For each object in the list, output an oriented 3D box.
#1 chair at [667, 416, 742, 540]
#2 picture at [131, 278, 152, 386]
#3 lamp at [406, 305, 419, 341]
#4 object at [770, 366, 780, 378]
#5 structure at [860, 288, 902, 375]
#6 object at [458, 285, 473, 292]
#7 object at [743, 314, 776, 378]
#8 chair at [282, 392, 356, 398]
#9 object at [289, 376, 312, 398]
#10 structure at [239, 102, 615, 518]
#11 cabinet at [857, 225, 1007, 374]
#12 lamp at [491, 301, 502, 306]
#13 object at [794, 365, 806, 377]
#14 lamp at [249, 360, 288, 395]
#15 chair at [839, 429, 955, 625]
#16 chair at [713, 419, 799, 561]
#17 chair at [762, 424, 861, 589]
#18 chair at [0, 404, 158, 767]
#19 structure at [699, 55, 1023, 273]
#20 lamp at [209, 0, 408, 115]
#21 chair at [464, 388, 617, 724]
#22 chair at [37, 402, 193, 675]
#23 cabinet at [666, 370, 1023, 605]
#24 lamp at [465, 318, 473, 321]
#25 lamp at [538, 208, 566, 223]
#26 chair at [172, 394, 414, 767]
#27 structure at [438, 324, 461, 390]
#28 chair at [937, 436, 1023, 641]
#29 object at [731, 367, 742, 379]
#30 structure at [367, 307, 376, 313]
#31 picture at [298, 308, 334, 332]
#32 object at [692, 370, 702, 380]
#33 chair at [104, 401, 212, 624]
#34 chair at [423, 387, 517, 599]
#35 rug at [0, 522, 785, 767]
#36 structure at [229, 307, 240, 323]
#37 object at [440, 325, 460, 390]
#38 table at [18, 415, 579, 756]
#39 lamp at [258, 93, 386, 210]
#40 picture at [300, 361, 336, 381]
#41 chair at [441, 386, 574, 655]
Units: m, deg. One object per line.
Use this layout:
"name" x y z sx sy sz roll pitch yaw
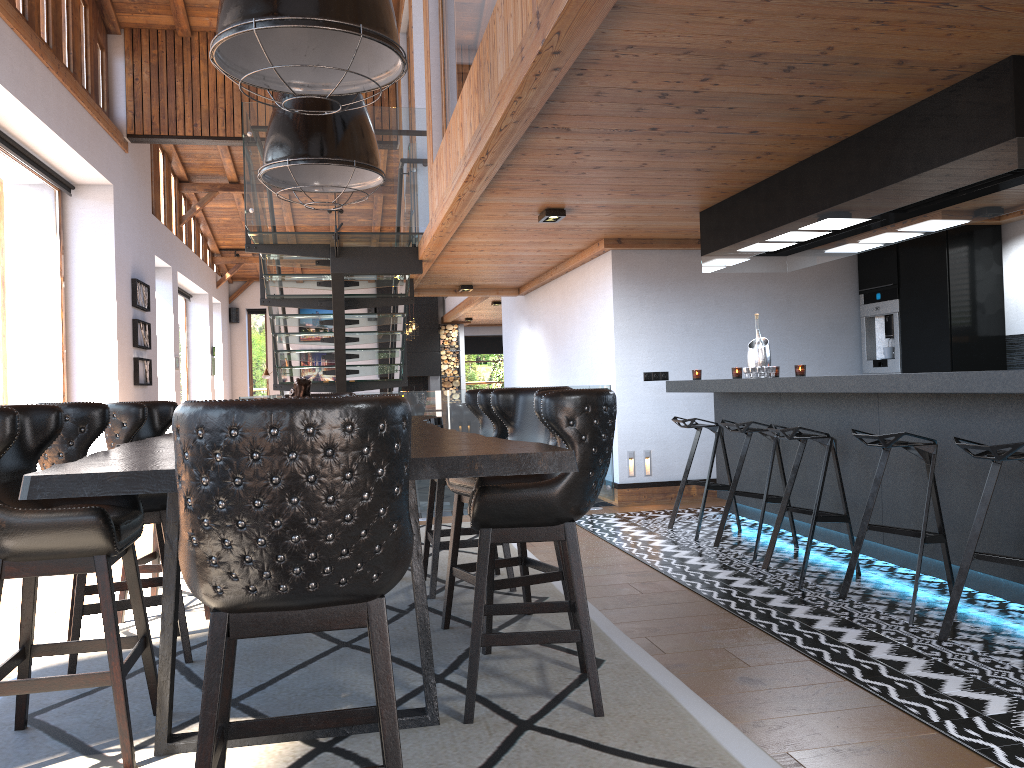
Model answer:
"chair" 1.418 0.651 6.389 0.471 0.839 0.536 -2 -1 -11
"picture" -4.685 -0.636 11.228 0.059 1.312 0.770 -2 -1 -11
"lamp" -2.161 -2.010 18.312 0.263 2.202 0.796 -1 -1 -20
"object" 1.944 -0.089 6.568 0.078 0.081 0.080 -2 -1 44
"structure" 3.436 -0.381 8.156 0.256 0.945 0.594 -2 -1 -11
"object" -0.585 -1.214 11.198 0.156 0.068 0.260 -2 0 -11
"object" 1.743 -0.268 6.264 0.227 0.452 0.224 -2 -1 -11
"chair" -1.268 0.608 5.907 0.507 1.092 0.565 -2 -1 -12
"object" -0.985 0.092 3.900 0.114 0.253 0.223 -2 -1 41
"structure" -3.684 0.854 8.786 9.256 6.399 10.971 -2 0 -11
"cabinet" 4.164 -0.207 5.355 0.546 2.381 6.398 -2 0 -11
"lamp" -0.294 -1.515 16.631 0.156 0.068 0.260 -2 0 -11
"object" 2.015 -0.092 6.194 0.078 0.081 0.080 -2 -1 44
"lamp" -5.258 0.368 19.358 0.525 1.899 1.327 -2 -1 10
"chair" 1.888 0.631 4.197 0.472 0.839 0.535 -2 -1 -14
"chair" 1.601 0.643 5.659 0.472 0.839 0.535 -2 -1 -14
"chair" 1.675 0.639 4.877 0.470 0.839 0.537 -2 -1 -5
"chair" -1.432 0.606 2.738 0.571 1.092 0.501 -2 -1 -12
"structure" 2.088 -1.109 5.254 0.714 0.476 3.234 -2 0 -11
"lamp" -0.721 -3.241 2.911 0.614 4.686 0.628 -2 -1 34
"chair" 0.101 0.568 3.118 0.569 1.092 0.503 -2 -1 -2
"chair" -1.659 0.615 3.670 0.574 1.092 0.499 -1 -1 -27
"cabinet" 2.164 0.494 5.045 0.893 1.104 4.777 -2 0 -11
"lamp" -0.996 -1.485 20.343 0.156 0.068 0.260 -2 0 -11
"lamp" 0.294 -1.252 6.561 0.156 0.068 0.260 -2 0 -11
"chair" -0.468 0.574 1.980 0.507 1.092 0.565 -2 -1 -12
"structure" -1.482 -0.108 21.076 0.504 2.617 0.509 -2 -1 -11
"chair" 2.004 0.626 3.433 0.471 0.839 0.536 -2 -1 -10
"object" 1.651 -0.080 6.502 0.078 0.081 0.080 -2 -1 44
"structure" -3.301 -1.661 20.904 0.214 0.349 0.212 -2 -1 -11
"picture" -4.533 -1.390 20.716 0.884 0.816 0.036 -2 -1 -12
"object" 1.492 -0.073 7.151 0.078 0.081 0.080 -2 -1 24
"chair" -1.747 0.629 4.485 0.569 1.092 0.503 -2 -1 -2
"chair" -0.215 0.572 4.865 0.571 1.092 0.501 -2 -1 -12
"rug" -0.856 1.138 4.283 2.564 0.047 5.603 -2 0 -11
"structure" -6.348 -1.566 20.254 0.214 0.349 0.212 -2 -1 -11
"object" -1.490 -0.102 21.084 0.496 2.612 0.464 -2 -1 -12
"table" -0.870 0.682 3.961 1.436 0.950 3.778 -2 0 -11
"lamp" -1.016 -3.228 4.468 0.614 4.686 0.628 -2 -1 34
"picture" -4.502 -0.395 20.701 0.884 0.816 0.036 -2 -1 -12
"chair" 0.013 0.563 3.933 0.574 1.092 0.499 -1 -1 -27
